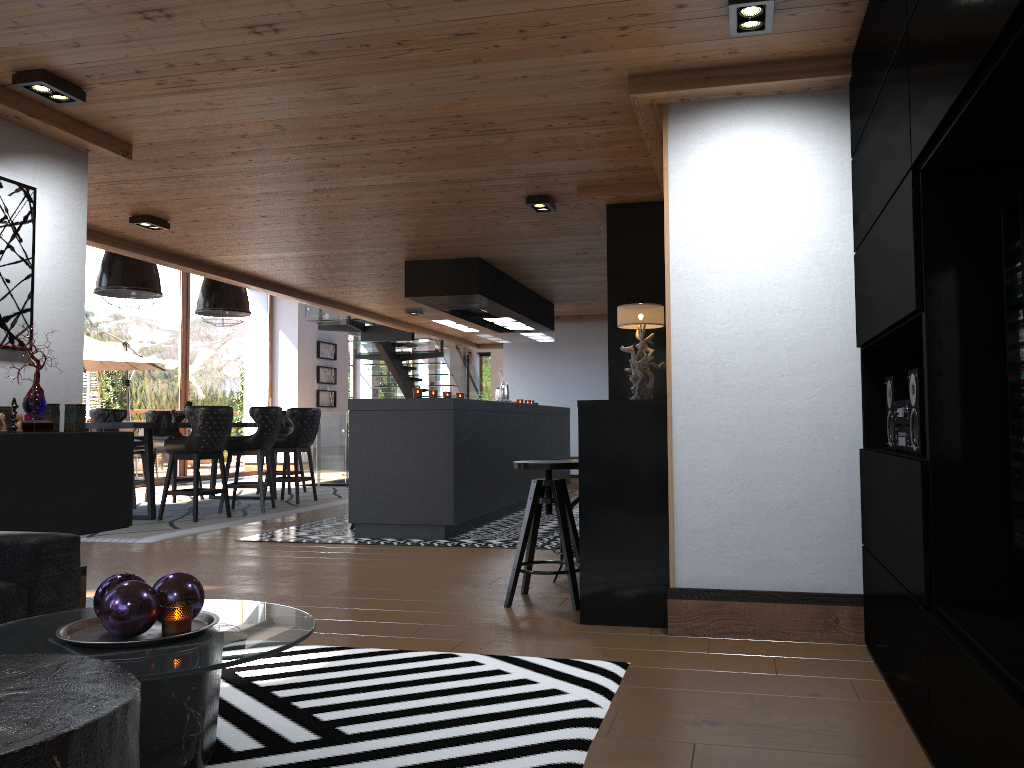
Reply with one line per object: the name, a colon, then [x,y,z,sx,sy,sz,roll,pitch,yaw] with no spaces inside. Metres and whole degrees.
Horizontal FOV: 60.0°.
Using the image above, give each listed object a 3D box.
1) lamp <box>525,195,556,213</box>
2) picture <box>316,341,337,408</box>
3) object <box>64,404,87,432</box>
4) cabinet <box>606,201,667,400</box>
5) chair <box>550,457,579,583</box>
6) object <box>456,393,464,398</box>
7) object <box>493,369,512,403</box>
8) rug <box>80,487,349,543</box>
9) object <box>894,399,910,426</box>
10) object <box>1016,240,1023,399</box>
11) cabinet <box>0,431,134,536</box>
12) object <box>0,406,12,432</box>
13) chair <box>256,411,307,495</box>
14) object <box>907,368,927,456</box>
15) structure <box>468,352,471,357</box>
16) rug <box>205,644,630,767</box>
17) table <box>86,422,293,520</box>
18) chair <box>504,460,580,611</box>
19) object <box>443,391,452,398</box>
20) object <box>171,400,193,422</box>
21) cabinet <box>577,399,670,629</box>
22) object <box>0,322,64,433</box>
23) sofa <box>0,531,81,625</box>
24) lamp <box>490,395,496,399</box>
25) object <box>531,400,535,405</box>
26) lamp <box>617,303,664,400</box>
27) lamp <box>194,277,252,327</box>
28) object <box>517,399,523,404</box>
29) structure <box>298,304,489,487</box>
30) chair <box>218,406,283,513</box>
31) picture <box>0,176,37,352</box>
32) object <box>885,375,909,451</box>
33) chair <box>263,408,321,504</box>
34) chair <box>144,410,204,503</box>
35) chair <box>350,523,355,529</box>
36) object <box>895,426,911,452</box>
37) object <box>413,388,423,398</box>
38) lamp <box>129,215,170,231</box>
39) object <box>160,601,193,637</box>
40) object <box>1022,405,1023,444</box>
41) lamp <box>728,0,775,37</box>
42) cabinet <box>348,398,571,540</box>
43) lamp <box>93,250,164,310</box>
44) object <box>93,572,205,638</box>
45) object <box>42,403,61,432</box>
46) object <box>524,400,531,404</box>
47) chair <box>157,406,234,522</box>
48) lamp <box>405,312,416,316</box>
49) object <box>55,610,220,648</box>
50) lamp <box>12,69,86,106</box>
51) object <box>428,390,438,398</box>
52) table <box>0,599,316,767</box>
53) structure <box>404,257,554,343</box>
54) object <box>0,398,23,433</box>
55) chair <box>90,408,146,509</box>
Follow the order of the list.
lamp: [0.193,-1.200,5.890,0.154,0.068,0.262,-1,-3,14]
picture: [-3.734,-0.185,17.877,0.059,1.313,0.778,-1,-3,14]
object: [-2.098,0.163,4.255,0.108,0.135,0.097,-1,-3,4]
cabinet: [1.659,0.089,8.717,0.540,2.382,6.461,-1,-3,14]
chair: [0.436,0.788,5.185,0.438,0.717,0.444,-1,-3,18]
object: [-0.479,0.124,8.181,0.080,0.081,0.078,1,-3,-31]
object: [-0.115,0.044,10.584,0.225,0.453,0.226,-1,-3,14]
rug: [-3.308,1.361,9.840,2.537,0.047,5.659,-1,-3,14]
object: [1.430,0.097,2.959,0.269,0.088,0.286,-1,-3,14]
object: [1.259,-0.156,2.050,0.124,0.380,0.126,-1,-3,14]
cabinet: [-2.145,0.449,3.912,0.356,0.469,0.959,-1,-3,14]
object: [-2.261,0.069,3.678,0.208,0.270,0.288,-1,-3,14]
chair: [-2.974,0.887,11.517,0.501,1.093,0.571,-1,-3,13]
object: [1.376,0.085,2.737,0.264,0.266,0.157,-1,-3,14]
structure: [-1.349,-0.797,26.861,0.212,0.350,0.214,-1,-3,14]
rug: [-0.713,0.994,2.114,1.652,0.020,2.915,-1,-3,14]
table: [-3.450,0.894,9.567,1.421,0.950,3.815,-1,-3,14]
chair: [0.189,0.757,4.516,0.391,0.721,0.395,-1,-3,14]
object: [-0.572,0.108,7.825,0.080,0.081,0.078,1,-3,-31]
object: [-3.570,0.301,9.579,0.223,0.254,0.115,1,-3,-24]
cabinet: [0.711,0.609,4.749,0.427,1.010,1.633,-1,-3,14]
object: [-2.160,-0.035,3.983,0.151,0.505,0.326,-1,-3,14]
sofa: [-1.821,0.570,1.486,2.077,0.819,3.104,-1,-3,14]
lamp: [-0.790,1.112,25.516,0.521,1.900,1.336,-3,-4,35]
object: [0.239,0.245,10.955,0.080,0.081,0.078,1,-3,-21]
lamp: [0.685,-0.155,4.700,0.246,0.516,0.249,-1,-3,17]
lamp: [-3.300,-2.998,10.215,0.628,4.688,0.614,2,-4,-31]
object: [0.095,0.220,10.398,0.080,0.081,0.078,1,-3,-21]
structure: [-3.907,1.222,15.171,9.160,6.403,11.079,-1,-3,14]
chair: [-2.671,0.779,9.168,0.569,1.093,0.503,0,-3,-2]
picture: [-2.335,-0.552,3.915,0.020,0.782,0.565,-1,-3,14]
object: [1.491,0.104,3.181,0.264,0.266,0.157,-1,-3,14]
chair: [-2.477,0.821,10.116,0.565,1.093,0.506,-1,-3,13]
chair: [-4.010,0.854,10.422,0.563,1.093,0.508,-2,-3,23]
chair: [-1.106,0.837,7.858,0.466,0.840,0.541,-1,-3,15]
object: [1.436,0.183,2.952,0.257,0.088,0.286,-1,-3,14]
object: [-0.756,0.077,7.112,0.080,0.081,0.078,1,-3,-31]
lamp: [-2.599,-1.162,6.364,0.154,0.068,0.262,-1,-3,14]
object: [-0.863,0.608,2.282,0.078,0.081,0.080,-2,-3,29]
object: [1.261,0.223,2.028,0.124,0.379,0.126,-1,-3,14]
lamp: [0.848,-1.328,3.148,0.154,0.068,0.262,-1,-3,14]
cabinet: [-0.273,0.765,9.266,0.884,1.104,4.824,-1,-3,14]
lamp: [-3.701,-3.066,8.668,0.628,4.688,0.614,2,-4,-31]
object: [-0.974,0.577,2.326,0.285,0.143,0.263,0,-3,-3]
object: [-2.173,0.158,4.145,0.098,0.135,0.107,3,-4,-45]
object: [0.191,0.237,10.770,0.080,0.081,0.078,1,-3,-21]
chair: [-2.940,0.755,8.386,0.563,1.093,0.508,-2,-3,23]
lamp: [-1.267,-0.938,11.505,0.154,0.068,0.262,-1,-3,14]
object: [-0.981,0.644,2.337,0.390,0.022,0.399,-2,-3,33]
lamp: [-1.988,-1.281,3.815,0.154,0.068,0.262,-1,-3,14]
object: [-0.664,0.093,7.469,0.080,0.081,0.078,1,-3,-31]
table: [-1.060,0.799,2.024,0.891,0.372,1.531,-1,-3,15]
structure: [-0.224,-0.830,9.540,0.707,0.476,3.266,-1,-3,14]
object: [-2.180,0.106,3.711,0.200,0.197,0.358,-2,-3,26]
chair: [-4.279,0.811,9.640,0.569,1.093,0.503,0,-3,-2]
